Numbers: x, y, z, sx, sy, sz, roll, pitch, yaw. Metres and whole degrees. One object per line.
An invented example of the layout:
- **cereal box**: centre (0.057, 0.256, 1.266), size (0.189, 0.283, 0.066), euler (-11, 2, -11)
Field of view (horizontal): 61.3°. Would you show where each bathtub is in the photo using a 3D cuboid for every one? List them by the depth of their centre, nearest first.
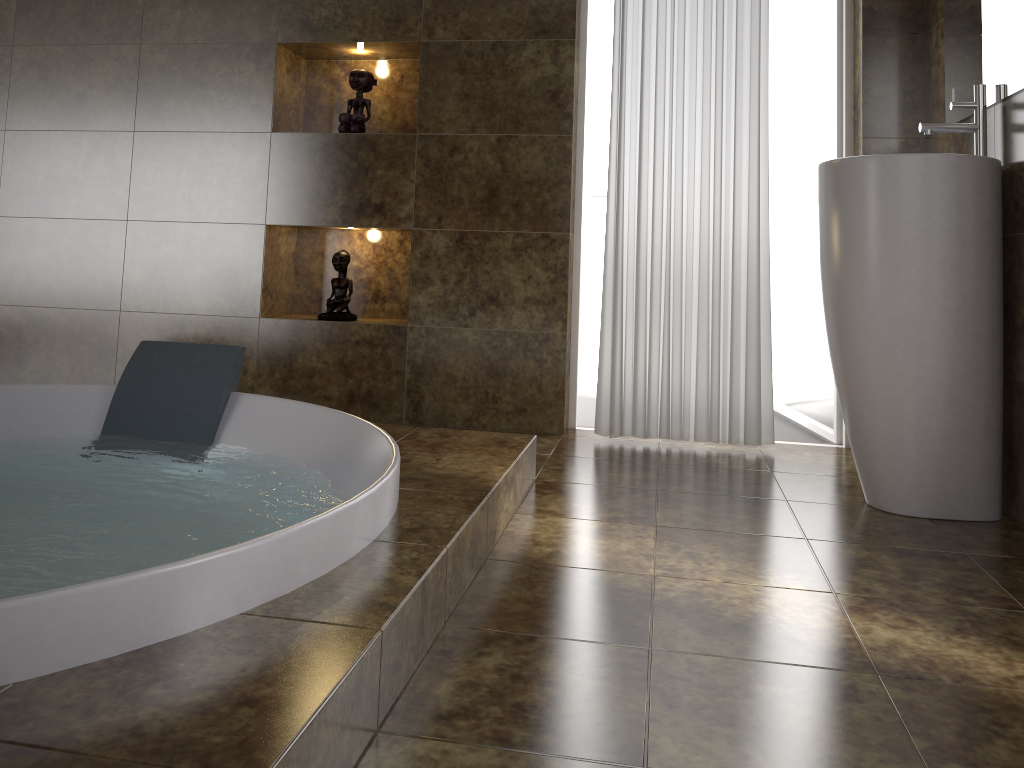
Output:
- **bathtub**: centre (-1.095, 0.265, 1.602), size (1.760, 0.523, 1.747), euler (8, 9, 41)

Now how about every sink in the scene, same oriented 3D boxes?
- **sink**: centre (1.048, -0.248, 2.309), size (0.439, 1.141, 0.452), euler (1, -3, 13)

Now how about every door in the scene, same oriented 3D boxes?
- **door**: centre (1.211, -0.953, 3.642), size (0.040, 2.235, 0.949), euler (2, -3, 0)

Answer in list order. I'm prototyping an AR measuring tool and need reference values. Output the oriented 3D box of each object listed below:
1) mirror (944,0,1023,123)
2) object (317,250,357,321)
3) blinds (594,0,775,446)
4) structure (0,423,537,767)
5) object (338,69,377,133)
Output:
- **mirror**: centre (1.307, -1.293, 2.365), size (0.008, 1.093, 0.762), euler (1, -1, 10)
- **object**: centre (-0.666, -0.384, 3.338), size (0.152, 0.275, 0.150), euler (2, -2, 10)
- **blinds**: centre (0.622, -0.941, 3.038), size (0.604, 2.286, 0.066), euler (1, -5, 10)
- **structure**: centre (-1.094, 0.273, 1.599), size (2.007, 0.124, 2.011), euler (3, 8, 10)
- **object**: centre (-0.614, -1.113, 3.407), size (0.112, 0.286, 0.173), euler (1, -2, 10)
